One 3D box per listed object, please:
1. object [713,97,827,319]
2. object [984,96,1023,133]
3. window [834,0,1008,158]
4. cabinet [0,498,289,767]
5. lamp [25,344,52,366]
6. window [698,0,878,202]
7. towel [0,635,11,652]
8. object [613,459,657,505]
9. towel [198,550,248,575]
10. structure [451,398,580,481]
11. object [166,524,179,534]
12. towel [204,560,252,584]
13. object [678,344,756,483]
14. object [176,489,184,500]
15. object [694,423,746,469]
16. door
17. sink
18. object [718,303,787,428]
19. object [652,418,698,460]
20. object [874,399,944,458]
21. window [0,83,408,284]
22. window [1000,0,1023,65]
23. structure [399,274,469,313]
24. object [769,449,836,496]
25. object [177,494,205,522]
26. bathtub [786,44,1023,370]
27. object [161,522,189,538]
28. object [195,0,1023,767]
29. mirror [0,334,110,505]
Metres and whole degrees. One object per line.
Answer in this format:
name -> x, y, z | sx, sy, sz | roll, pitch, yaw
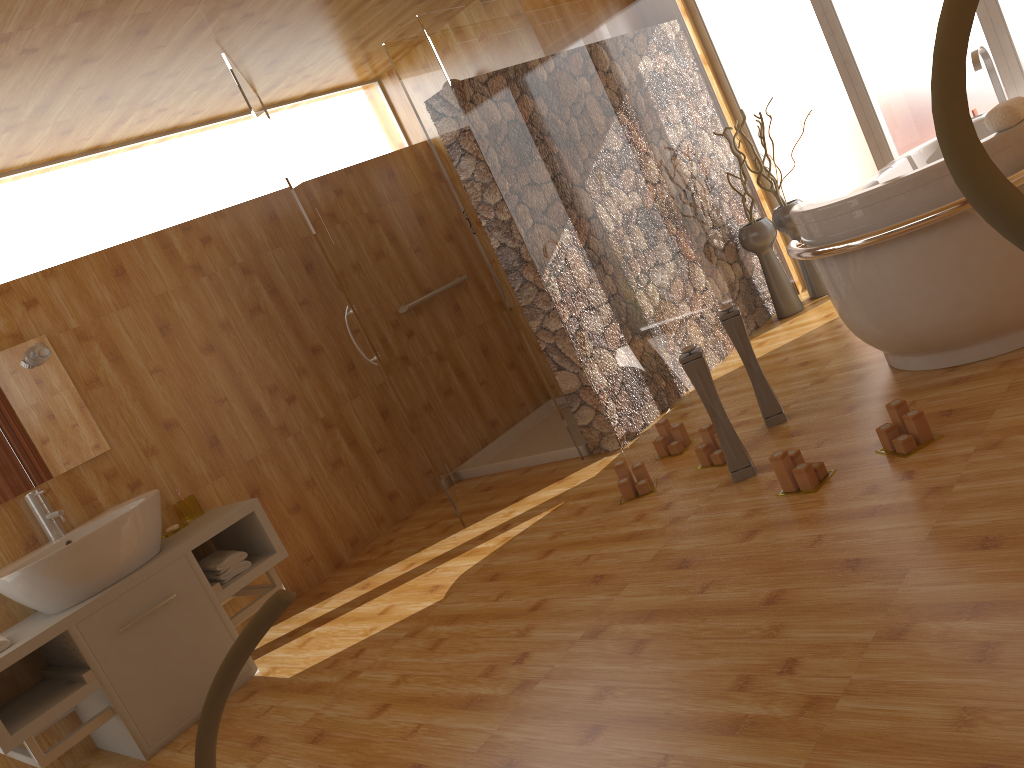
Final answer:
object -> 1.485, -0.989, 4.844 | 0.655, 1.112, 0.284 | -30, 10, -22
object -> 1.516, -0.825, 2.713 | 0.166, 0.077, 0.105 | -32, 11, -35
window -> 2.040, -1.689, 4.443 | 0.587, 1.900, 0.010 | -17, 13, 46
cabinet -> -1.381, 0.982, 3.314 | 0.517, 0.570, 1.136 | -17, 13, 46
lamp -> -1.841, -0.123, 3.463 | 0.124, 0.080, 0.080 | -17, 13, 46
window -> 1.583, -1.551, 4.933 | 0.581, 1.900, 0.010 | -17, 13, 46
towel -> -1.759, 0.881, 2.946 | 0.140, 0.048, 0.225 | -33, 11, -38
object -> 0.444, 0.343, 3.290 | 0.141, 0.131, 0.141 | -23, 9, 18
towel -> -1.154, 0.701, 3.522 | 0.140, 0.048, 0.225 | -33, 11, -38
structure -> 0.293, 0.207, 4.757 | 1.000, 0.050, 0.955 | -17, 13, 46
object -> -1.393, 0.595, 3.640 | 0.050, 0.023, 0.075 | -27, 9, -8
towel -> -1.137, 0.736, 3.516 | 0.140, 0.048, 0.225 | -33, 11, -38
object -> 0.159, -0.632, 3.902 | 0.347, 1.921, 2.276 | -26, 9, -1
object -> -1.369, 0.493, 3.706 | 0.012, 0.132, 0.063 | -28, 9, -14
object -> 0.731, 0.215, 3.223 | 0.141, 0.131, 0.141 | -32, 11, -35
door -> -0.756, -0.378, 4.113 | 0.077, 2.147, 0.983 | -27, 9, -3
sink -> -1.588, 0.544, 3.234 | 0.533, 0.409, 0.634 | -17, 13, 46
object -> 0.891, -0.070, 3.293 | 0.080, 0.478, 0.080 | -23, 9, 18
object -> 0.630, 0.207, 3.552 | 0.141, 0.131, 0.141 | -17, 13, 45
object -> 1.144, 0.121, 2.610 | 0.141, 0.131, 0.141 | -28, 9, -10
window -> -1.529, 0.013, 4.020 | 0.010, 2.164, 3.964 | -17, 13, 46
window -> 2.499, -1.827, 3.951 | 0.587, 1.900, 0.010 | -17, 13, 46
structure -> -0.112, -0.603, 4.607 | 1.001, 0.043, 0.587 | -17, 13, 46
object -> 0.865, 0.244, 2.684 | 0.141, 0.131, 0.141 | -33, 11, -39
object -> -1.353, 0.521, 3.734 | 0.060, 0.093, 0.060 | -17, 13, 46
bathtub -> 1.797, -0.775, 3.423 | 0.977, 0.900, 1.946 | -16, 13, 48
object -> -1.388, 0.601, 3.640 | 0.100, 0.010, 0.100 | -17, 13, 46
object -> 0.330, 0.350, 0.371 | 0.658, 1.123, 0.277 | -29, 10, -21
mirror -> -1.968, 0.178, 3.350 | 0.005, 0.523, 0.698 | -17, 13, 46
